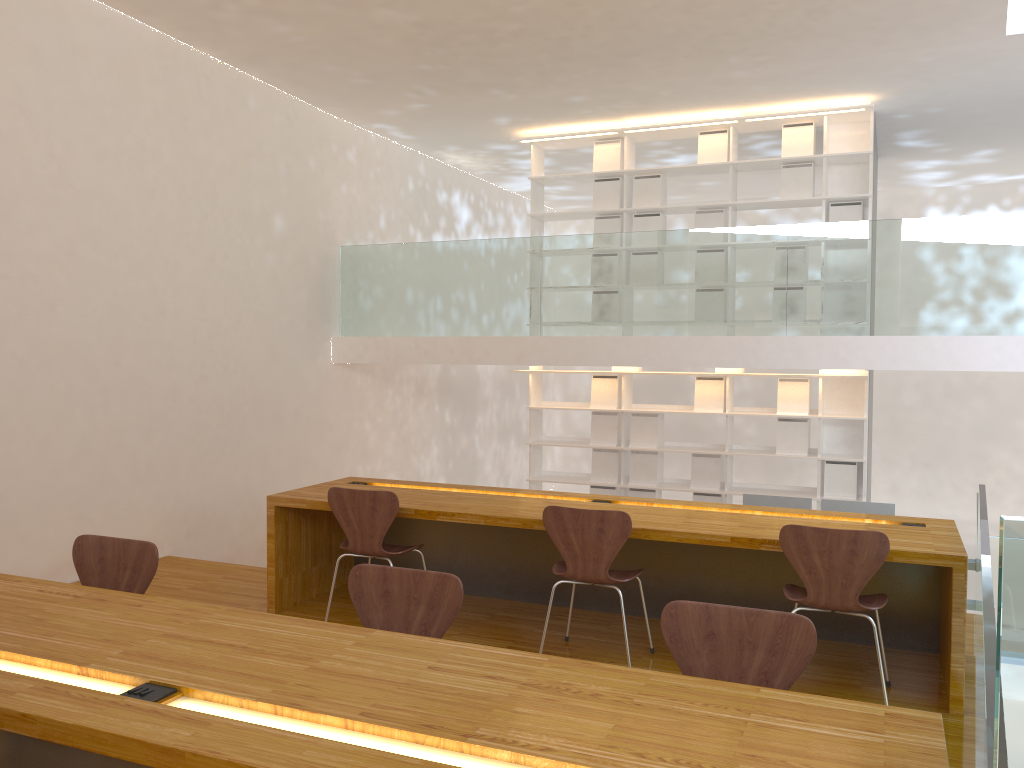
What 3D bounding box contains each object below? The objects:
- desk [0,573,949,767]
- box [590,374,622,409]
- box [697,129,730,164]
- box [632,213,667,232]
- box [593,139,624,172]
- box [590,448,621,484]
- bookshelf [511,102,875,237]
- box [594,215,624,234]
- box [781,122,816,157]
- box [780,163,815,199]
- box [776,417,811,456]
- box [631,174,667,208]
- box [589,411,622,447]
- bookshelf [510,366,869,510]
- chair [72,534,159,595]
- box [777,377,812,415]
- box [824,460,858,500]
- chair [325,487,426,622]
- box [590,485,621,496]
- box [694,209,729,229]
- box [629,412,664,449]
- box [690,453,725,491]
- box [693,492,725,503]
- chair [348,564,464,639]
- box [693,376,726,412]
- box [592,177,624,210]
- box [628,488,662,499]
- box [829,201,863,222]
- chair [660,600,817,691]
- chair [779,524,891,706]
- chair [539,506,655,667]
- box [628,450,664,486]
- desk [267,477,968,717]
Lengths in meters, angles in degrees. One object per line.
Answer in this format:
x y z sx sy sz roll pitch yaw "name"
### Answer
-0.726 0.965 2.121 3.185 0.606 0.760 1 2 23 "desk"
0.855 0.066 7.936 0.245 0.296 0.274 1 2 23 "box"
1.713 -1.976 7.495 0.245 0.296 0.274 1 2 23 "box"
1.195 -1.330 7.741 0.245 0.296 0.274 1 2 23 "box"
0.866 -1.993 7.858 0.245 0.296 0.274 1 2 23 "box"
0.860 0.722 7.957 0.245 0.296 0.274 1 2 23 "box"
1.455 -1.307 7.556 2.984 1.836 0.498 1 2 23 "bookshelf"
0.872 -1.337 7.879 0.245 0.296 0.274 1 2 23 "box"
2.338 -1.961 7.231 0.245 0.296 0.274 1 2 23 "box"
2.334 -1.634 7.244 0.245 0.296 0.274 1 2 23 "box"
2.323 0.425 7.322 0.245 0.296 0.274 1 2 23 "box"
1.197 -1.658 7.729 0.245 0.296 0.274 1 2 23 "box"
0.853 0.394 7.948 0.245 0.296 0.274 1 2 23 "box"
1.444 0.753 7.633 2.984 1.836 0.498 1 2 23 "bookshelf"
-1.431 0.883 2.909 0.428 0.693 0.381 1 2 23 "chair"
2.326 0.098 7.309 0.245 0.296 0.274 1 2 23 "box"
2.666 0.761 7.187 0.245 0.296 0.274 1 2 23 "box"
-0.642 0.834 4.338 0.428 0.693 0.381 1 2 23 "chair"
0.840 1.050 7.977 0.245 0.296 0.274 1 2 23 "box"
1.690 -1.319 7.530 0.245 0.296 0.274 1 2 23 "box"
1.186 0.402 7.806 0.245 0.296 0.274 1 2 23 "box"
1.678 0.740 7.608 0.245 0.296 0.274 1 2 23 "box"
1.690 1.069 7.615 0.245 0.296 0.274 1 2 23 "box"
-0.387 0.904 2.505 0.428 0.693 0.381 1 2 23 "chair"
1.701 0.083 7.572 0.245 0.296 0.274 1 2 23 "box"
0.864 -1.666 7.871 0.245 0.296 0.274 1 2 23 "box"
1.170 1.058 7.836 0.245 0.296 0.274 1 2 23 "box"
2.678 -1.298 7.109 0.245 0.296 0.274 1 2 23 "box"
0.507 0.923 2.125 0.428 0.693 0.381 1 2 23 "chair"
1.266 0.876 3.484 0.428 0.693 0.381 1 2 23 "chair"
0.372 0.857 3.865 0.428 0.693 0.381 1 2 23 "chair"
1.184 0.729 7.819 0.245 0.296 0.274 1 2 23 "box"
0.487 1.039 4.487 3.236 0.918 1.285 1 2 23 "desk"
